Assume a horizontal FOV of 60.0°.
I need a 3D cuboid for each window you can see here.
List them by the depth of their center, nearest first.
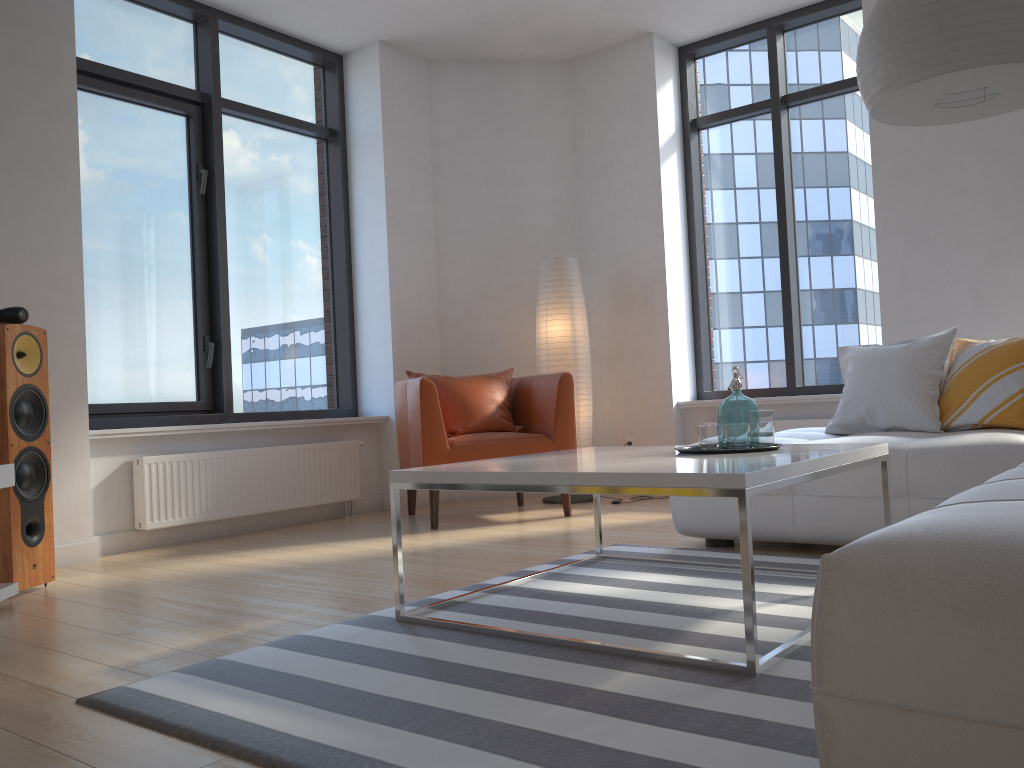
[{"bbox_3d":[-1.732,-0.968,5.131,0.170,2.402,1.960,-4,-2,38],"label":"window"},{"bbox_3d":[1.746,-1.122,5.648,1.310,2.402,0.170,-4,-2,38],"label":"window"}]

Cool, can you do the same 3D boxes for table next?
[{"bbox_3d":[0.418,0.434,2.662,1.091,0.435,1.091,-4,-2,38],"label":"table"}]

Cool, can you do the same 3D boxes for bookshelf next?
[{"bbox_3d":[-1.838,-0.283,1.648,0.455,2.052,3.000,-3,-2,-7],"label":"bookshelf"}]

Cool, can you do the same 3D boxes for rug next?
[{"bbox_3d":[0.380,0.651,2.397,1.662,0.016,2.326,-4,-2,38],"label":"rug"}]

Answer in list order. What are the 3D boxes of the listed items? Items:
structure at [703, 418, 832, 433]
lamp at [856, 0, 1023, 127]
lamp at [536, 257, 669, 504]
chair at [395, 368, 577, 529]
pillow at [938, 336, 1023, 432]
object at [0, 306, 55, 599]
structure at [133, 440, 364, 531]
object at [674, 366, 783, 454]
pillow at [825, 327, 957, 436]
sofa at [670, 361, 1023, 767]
[{"bbox_3d":[1.642,0.447,5.326,1.015,0.460,0.110,-4,-2,38],"label":"structure"},{"bbox_3d":[2.589,-0.757,3.036,3.199,2.647,0.710,-2,-2,-16],"label":"lamp"},{"bbox_3d":[0.562,-0.038,5.639,0.804,1.550,0.502,-3,-2,-2],"label":"lamp"},{"bbox_3d":[-0.191,0.328,5.099,0.896,0.858,0.843,-2,-2,-20],"label":"chair"},{"bbox_3d":[1.959,-0.027,2.824,0.630,0.440,2.095,-3,-2,-5],"label":"pillow"},{"bbox_3d":[-2.034,0.257,3.385,0.434,1.088,0.290,-3,-2,8],"label":"object"},{"bbox_3d":[-1.377,0.581,4.910,0.110,0.460,1.474,-4,-2,38],"label":"structure"},{"bbox_3d":[0.666,0.075,2.761,0.330,0.265,0.330,-2,-2,-28],"label":"object"},{"bbox_3d":[1.884,-0.033,3.134,0.580,0.456,2.156,-2,-2,-26],"label":"pillow"},{"bbox_3d":[1.374,0.246,2.499,2.614,0.732,3.424,-4,-2,38],"label":"sofa"}]
